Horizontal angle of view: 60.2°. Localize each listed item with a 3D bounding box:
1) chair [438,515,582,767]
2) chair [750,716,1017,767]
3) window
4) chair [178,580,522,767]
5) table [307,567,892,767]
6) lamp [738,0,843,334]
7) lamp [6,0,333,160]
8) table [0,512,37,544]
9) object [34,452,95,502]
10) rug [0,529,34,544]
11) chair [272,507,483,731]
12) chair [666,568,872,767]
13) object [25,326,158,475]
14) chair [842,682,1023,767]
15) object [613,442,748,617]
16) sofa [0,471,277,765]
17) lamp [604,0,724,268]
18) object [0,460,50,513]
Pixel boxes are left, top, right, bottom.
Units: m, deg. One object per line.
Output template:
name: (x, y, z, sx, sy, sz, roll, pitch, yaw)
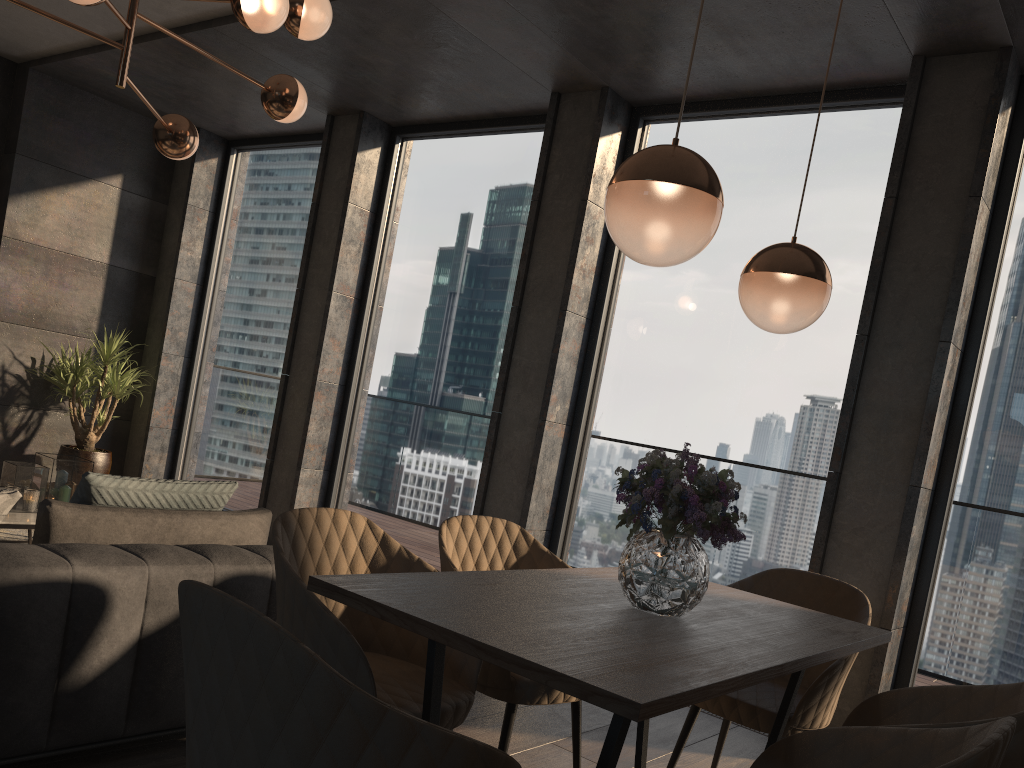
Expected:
chair: (-0.010, 0.862, 2.708, 0.559, 0.838, 0.505, 10, 1, -43)
chair: (0.474, 0.894, 1.493, 0.506, 0.838, 0.559, 11, 1, 37)
window: (0.256, -0.075, 5.087, 7.204, 3.008, 0.200, 9, 1, 37)
chair: (-0.304, 0.744, 1.424, 0.550, 0.838, 0.514, 11, 1, 42)
table: (0.260, 0.919, 2.143, 0.762, 0.771, 1.478, 11, -1, 38)
lamp: (0.846, -0.896, 2.327, 0.236, 1.549, 0.240, 13, 3, 43)
lamp: (-1.186, -1.495, 3.151, 1.010, 1.040, 1.469, 11, -1, 14)
table: (-2.421, 0.748, 4.390, 0.923, 0.310, 0.938, 9, -3, 37)
object: (-2.242, 0.492, 4.389, 0.195, 0.261, 0.201, 11, 1, 38)
rug: (-2.262, 0.918, 3.948, 3.117, 0.020, 1.743, 9, -3, 37)
chair: (-0.374, 0.770, 2.218, 0.506, 0.838, 0.558, 11, 1, 32)
chair: (0.816, 1.025, 2.872, 0.550, 0.838, 0.514, 11, 1, 42)
object: (-3.250, 0.177, 6.674, 0.956, 1.364, 1.017, 10, 1, -21)
chair: (0.880, 0.995, 1.999, 0.506, 0.838, 0.558, 11, 1, 32)
object: (0.385, 0.341, 2.090, 0.327, 0.410, 0.298, 11, 1, 8)
sofa: (-2.357, 0.462, 3.021, 2.886, 0.785, 2.040, 9, -3, 37)
lamp: (0.428, -1.002, 1.769, 0.238, 1.549, 0.239, 11, 2, 13)
object: (-2.317, 0.488, 4.184, 0.148, 0.221, 0.149, 11, 1, 38)
